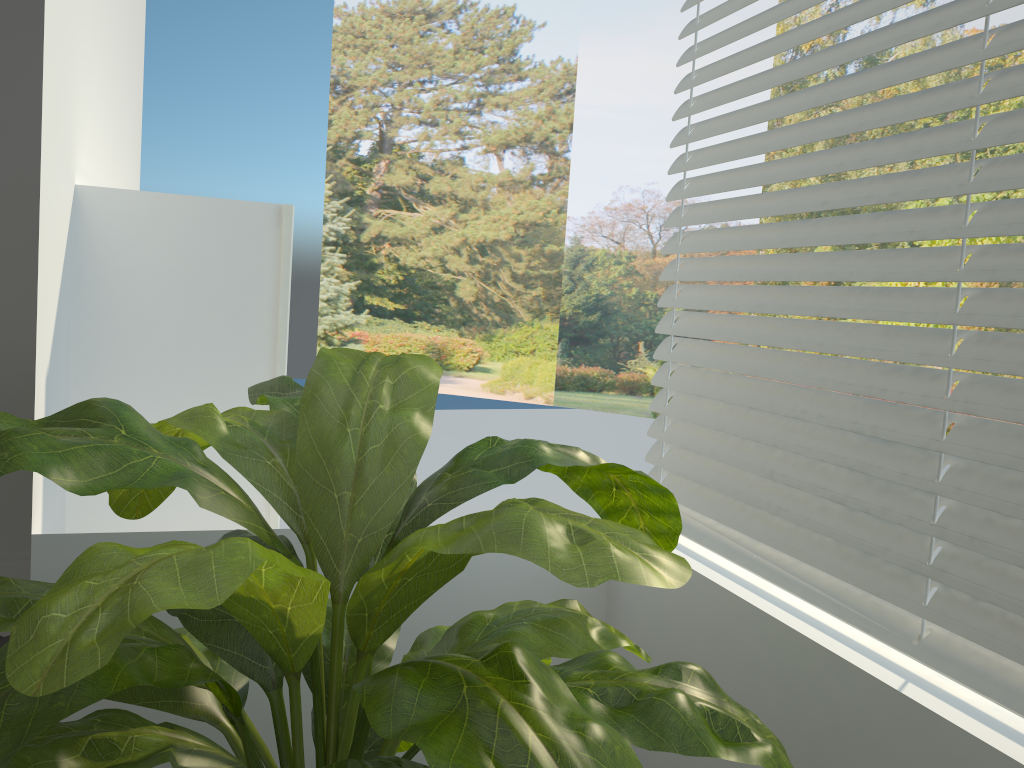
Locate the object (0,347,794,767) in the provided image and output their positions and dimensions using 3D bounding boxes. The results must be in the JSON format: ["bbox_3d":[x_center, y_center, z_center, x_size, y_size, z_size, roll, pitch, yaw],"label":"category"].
[{"bbox_3d":[-0.220,0.568,1.080,1.026,1.197,1.122,0,6,-41],"label":"object"}]

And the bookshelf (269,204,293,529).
[{"bbox_3d":[-1.157,0.135,3.106,0.501,1.494,2.103,2,5,-19],"label":"bookshelf"}]
